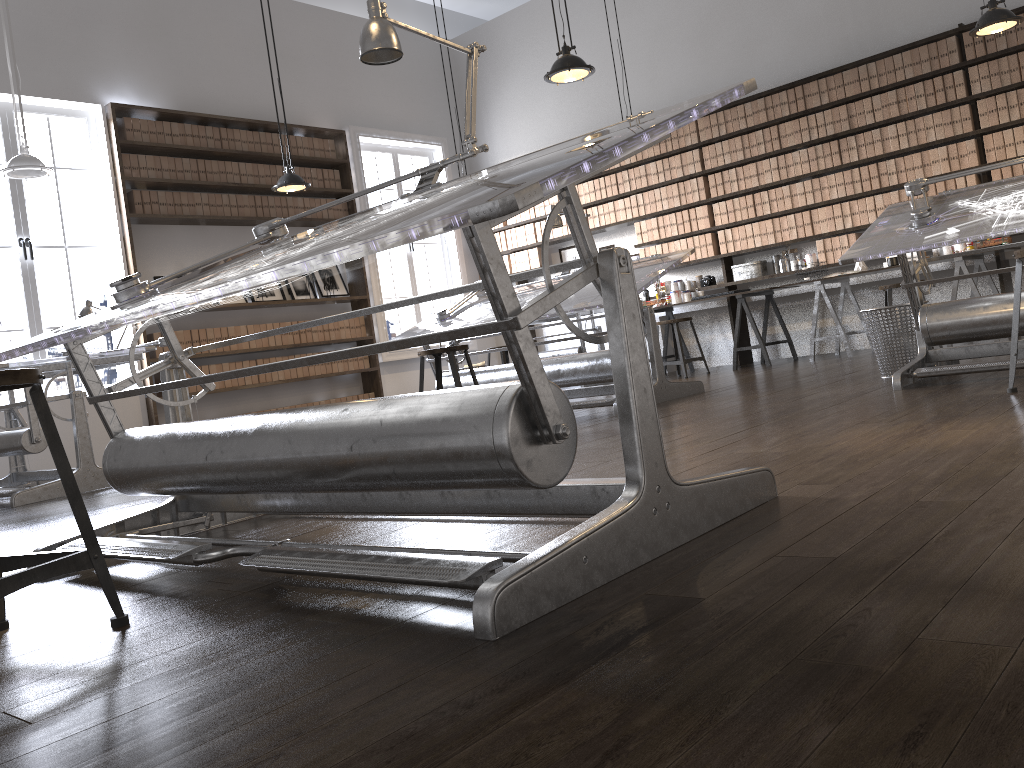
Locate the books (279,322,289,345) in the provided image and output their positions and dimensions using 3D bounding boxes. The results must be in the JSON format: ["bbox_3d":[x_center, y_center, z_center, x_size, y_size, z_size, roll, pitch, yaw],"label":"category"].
[{"bbox_3d":[-2.241,-0.470,8.521,0.174,0.226,0.067,-9,-1,41],"label":"books"}]

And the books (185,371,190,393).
[{"bbox_3d":[-2.895,-0.021,7.707,0.174,0.226,0.067,-9,-1,41],"label":"books"}]

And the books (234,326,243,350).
[{"bbox_3d":[-2.564,-0.411,8.155,0.174,0.226,0.067,-9,-1,41],"label":"books"}]

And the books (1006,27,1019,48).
[{"bbox_3d":[3.834,-2.671,6.773,0.066,0.226,0.175,-9,-1,41],"label":"books"}]

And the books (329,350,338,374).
[{"bbox_3d":[-1.845,-0.216,8.922,0.174,0.226,0.067,-9,-1,41],"label":"books"}]

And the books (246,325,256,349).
[{"bbox_3d":[-2.473,-0.427,8.254,0.174,0.226,0.067,-9,-1,41],"label":"books"}]

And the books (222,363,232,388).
[{"bbox_3d":[-2.624,-0.071,8.016,0.174,0.226,0.067,-9,-1,41],"label":"books"}]

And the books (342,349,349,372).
[{"bbox_3d":[-1.759,-0.232,9.027,0.174,0.226,0.067,-9,-1,41],"label":"books"}]

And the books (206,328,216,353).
[{"bbox_3d":[-2.741,-0.377,7.944,0.174,0.226,0.067,-9,-1,41],"label":"books"}]

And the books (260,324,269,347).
[{"bbox_3d":[-2.386,-0.443,8.364,0.174,0.226,0.067,-9,-1,41],"label":"books"}]

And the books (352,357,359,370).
[{"bbox_3d":[-1.673,-0.248,9.129,0.174,0.226,0.067,-9,-1,41],"label":"books"}]

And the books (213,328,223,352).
[{"bbox_3d":[-2.698,-0.386,8.001,0.174,0.226,0.067,-9,-1,41],"label":"books"}]

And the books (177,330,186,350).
[{"bbox_3d":[-2.929,-0.343,7.730,0.174,0.226,0.067,-9,-1,41],"label":"books"}]

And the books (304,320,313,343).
[{"bbox_3d":[-2.059,-0.504,8.743,0.174,0.226,0.067,-9,-1,41],"label":"books"}]

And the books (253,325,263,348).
[{"bbox_3d":[-2.430,-0.435,8.310,0.174,0.226,0.067,-9,-1,41],"label":"books"}]

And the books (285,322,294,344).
[{"bbox_3d":[-2.204,-0.477,8.572,0.174,0.226,0.067,-9,-1,41],"label":"books"}]

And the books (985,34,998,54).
[{"bbox_3d":[3.729,-2.658,6.867,0.066,0.226,0.175,-9,-1,41],"label":"books"}]

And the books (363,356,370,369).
[{"bbox_3d":[-1.577,-0.265,9.233,0.174,0.226,0.067,-9,-1,41],"label":"books"}]

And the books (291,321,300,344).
[{"bbox_3d":[-2.156,-0.486,8.631,0.174,0.226,0.067,-9,-1,41],"label":"books"}]

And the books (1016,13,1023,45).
[{"bbox_3d":[3.887,-2.677,6.727,0.066,0.226,0.175,-9,-1,41],"label":"books"}]

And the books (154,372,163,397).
[{"bbox_3d":[-2.986,-0.004,7.595,0.174,0.226,0.067,-9,-1,41],"label":"books"}]

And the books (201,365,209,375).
[{"bbox_3d":[-2.757,-0.047,7.864,0.174,0.226,0.067,-9,-1,41],"label":"books"}]

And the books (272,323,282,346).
[{"bbox_3d":[-2.289,-0.461,8.467,0.174,0.226,0.067,-9,-1,41],"label":"books"}]

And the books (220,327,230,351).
[{"bbox_3d":[-2.652,-0.394,8.054,0.174,0.226,0.067,-9,-1,41],"label":"books"}]

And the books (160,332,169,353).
[{"bbox_3d":[-3.014,-0.327,7.625,0.174,0.226,0.067,-9,-1,41],"label":"books"}]

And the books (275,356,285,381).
[{"bbox_3d":[-2.257,-0.139,8.446,0.174,0.226,0.067,-9,-1,41],"label":"books"}]

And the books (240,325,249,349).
[{"bbox_3d":[-2.522,-0.418,8.201,0.174,0.226,0.067,-9,-1,41],"label":"books"}]

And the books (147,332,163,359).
[{"bbox_3d":[-3.064,-0.318,7.572,0.174,0.226,0.067,-9,-1,41],"label":"books"}]

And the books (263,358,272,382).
[{"bbox_3d":[-2.350,-0.122,8.344,0.174,0.226,0.067,-9,-1,41],"label":"books"}]

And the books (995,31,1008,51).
[{"bbox_3d":[3.779,-2.664,6.816,0.066,0.226,0.175,-9,-1,41],"label":"books"}]

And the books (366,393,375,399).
[{"bbox_3d":[-1.501,0.211,9.233,0.174,0.226,0.067,-9,-1,41],"label":"books"}]

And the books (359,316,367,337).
[{"bbox_3d":[-1.611,-0.587,9.254,0.174,0.226,0.067,-9,-1,41],"label":"books"}]

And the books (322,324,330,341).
[{"bbox_3d":[-1.920,-0.530,8.904,0.174,0.226,0.067,-9,-1,41],"label":"books"}]

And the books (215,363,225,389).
[{"bbox_3d":[-2.671,-0.063,7.968,0.174,0.226,0.067,-9,-1,41],"label":"books"}]

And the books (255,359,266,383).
[{"bbox_3d":[-2.394,-0.114,8.285,0.174,0.226,0.067,-9,-1,41],"label":"books"}]

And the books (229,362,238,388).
[{"bbox_3d":[-2.585,-0.079,8.070,0.174,0.226,0.067,-9,-1,41],"label":"books"}]

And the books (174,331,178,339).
[{"bbox_3d":[-2.967,-0.336,7.679,0.174,0.226,0.067,-9,-1,41],"label":"books"}]

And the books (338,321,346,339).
[{"bbox_3d":[-1.790,-0.554,9.051,0.174,0.226,0.067,-9,-1,41],"label":"books"}]

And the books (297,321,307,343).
[{"bbox_3d":[-2.104,-0.496,8.683,0.174,0.226,0.067,-9,-1,41],"label":"books"}]

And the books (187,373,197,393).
[{"bbox_3d":[-2.852,-0.029,7.762,0.174,0.226,0.067,-9,-1,41],"label":"books"}]

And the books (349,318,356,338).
[{"bbox_3d":[-1.702,-0.570,9.155,0.174,0.226,0.067,-9,-1,41],"label":"books"}]

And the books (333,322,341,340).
[{"bbox_3d":[-1.832,-0.546,9.004,0.174,0.226,0.067,-9,-1,41],"label":"books"}]

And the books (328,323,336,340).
[{"bbox_3d":[-1.872,-0.538,8.951,0.174,0.226,0.067,-9,-1,41],"label":"books"}]

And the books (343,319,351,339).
[{"bbox_3d":[-1.745,-0.562,9.100,0.174,0.226,0.067,-9,-1,41],"label":"books"}]

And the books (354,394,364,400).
[{"bbox_3d":[-1.596,0.228,9.118,0.174,0.226,0.067,-9,-1,41],"label":"books"}]

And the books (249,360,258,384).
[{"bbox_3d":[-2.447,-0.104,8.232,0.174,0.226,0.067,-9,-1,41],"label":"books"}]

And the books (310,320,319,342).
[{"bbox_3d":[-2.009,-0.513,8.794,0.174,0.226,0.067,-9,-1,41],"label":"books"}]

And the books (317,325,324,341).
[{"bbox_3d":[-1.966,-0.521,8.850,0.174,0.226,0.067,-9,-1,41],"label":"books"}]

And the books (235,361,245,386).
[{"bbox_3d":[-2.539,-0.087,8.124,0.174,0.226,0.067,-9,-1,41],"label":"books"}]

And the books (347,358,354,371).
[{"bbox_3d":[-1.712,-0.240,9.074,0.174,0.226,0.067,-9,-1,41],"label":"books"}]

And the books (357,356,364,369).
[{"bbox_3d":[-1.627,-0.256,9.183,0.174,0.226,0.067,-9,-1,41],"label":"books"}]

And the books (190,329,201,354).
[{"bbox_3d":[-2.836,-0.360,7.833,0.174,0.226,0.067,-9,-1,41],"label":"books"}]

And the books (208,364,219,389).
[{"bbox_3d":[-2.711,-0.055,7.920,0.174,0.226,0.067,-9,-1,41],"label":"books"}]

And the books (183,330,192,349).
[{"bbox_3d":[-2.888,-0.350,7.781,0.174,0.226,0.067,-9,-1,41],"label":"books"}]

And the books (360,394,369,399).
[{"bbox_3d":[-1.552,0.220,9.177,0.174,0.226,0.067,-9,-1,41],"label":"books"}]

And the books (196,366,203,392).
[{"bbox_3d":[-2.805,-0.038,7.813,0.174,0.226,0.067,-9,-1,41],"label":"books"}]

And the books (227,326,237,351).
[{"bbox_3d":[-2.604,-0.403,8.101,0.174,0.226,0.067,-9,-1,41],"label":"books"}]

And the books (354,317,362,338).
[{"bbox_3d":[-1.658,-0.578,9.209,0.174,0.226,0.067,-9,-1,41],"label":"books"}]

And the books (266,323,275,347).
[{"bbox_3d":[-2.338,-0.452,8.414,0.174,0.226,0.067,-9,-1,41],"label":"books"}]

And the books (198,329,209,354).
[{"bbox_3d":[-2.791,-0.368,7.894,0.174,0.226,0.067,-9,-1,41],"label":"books"}]
